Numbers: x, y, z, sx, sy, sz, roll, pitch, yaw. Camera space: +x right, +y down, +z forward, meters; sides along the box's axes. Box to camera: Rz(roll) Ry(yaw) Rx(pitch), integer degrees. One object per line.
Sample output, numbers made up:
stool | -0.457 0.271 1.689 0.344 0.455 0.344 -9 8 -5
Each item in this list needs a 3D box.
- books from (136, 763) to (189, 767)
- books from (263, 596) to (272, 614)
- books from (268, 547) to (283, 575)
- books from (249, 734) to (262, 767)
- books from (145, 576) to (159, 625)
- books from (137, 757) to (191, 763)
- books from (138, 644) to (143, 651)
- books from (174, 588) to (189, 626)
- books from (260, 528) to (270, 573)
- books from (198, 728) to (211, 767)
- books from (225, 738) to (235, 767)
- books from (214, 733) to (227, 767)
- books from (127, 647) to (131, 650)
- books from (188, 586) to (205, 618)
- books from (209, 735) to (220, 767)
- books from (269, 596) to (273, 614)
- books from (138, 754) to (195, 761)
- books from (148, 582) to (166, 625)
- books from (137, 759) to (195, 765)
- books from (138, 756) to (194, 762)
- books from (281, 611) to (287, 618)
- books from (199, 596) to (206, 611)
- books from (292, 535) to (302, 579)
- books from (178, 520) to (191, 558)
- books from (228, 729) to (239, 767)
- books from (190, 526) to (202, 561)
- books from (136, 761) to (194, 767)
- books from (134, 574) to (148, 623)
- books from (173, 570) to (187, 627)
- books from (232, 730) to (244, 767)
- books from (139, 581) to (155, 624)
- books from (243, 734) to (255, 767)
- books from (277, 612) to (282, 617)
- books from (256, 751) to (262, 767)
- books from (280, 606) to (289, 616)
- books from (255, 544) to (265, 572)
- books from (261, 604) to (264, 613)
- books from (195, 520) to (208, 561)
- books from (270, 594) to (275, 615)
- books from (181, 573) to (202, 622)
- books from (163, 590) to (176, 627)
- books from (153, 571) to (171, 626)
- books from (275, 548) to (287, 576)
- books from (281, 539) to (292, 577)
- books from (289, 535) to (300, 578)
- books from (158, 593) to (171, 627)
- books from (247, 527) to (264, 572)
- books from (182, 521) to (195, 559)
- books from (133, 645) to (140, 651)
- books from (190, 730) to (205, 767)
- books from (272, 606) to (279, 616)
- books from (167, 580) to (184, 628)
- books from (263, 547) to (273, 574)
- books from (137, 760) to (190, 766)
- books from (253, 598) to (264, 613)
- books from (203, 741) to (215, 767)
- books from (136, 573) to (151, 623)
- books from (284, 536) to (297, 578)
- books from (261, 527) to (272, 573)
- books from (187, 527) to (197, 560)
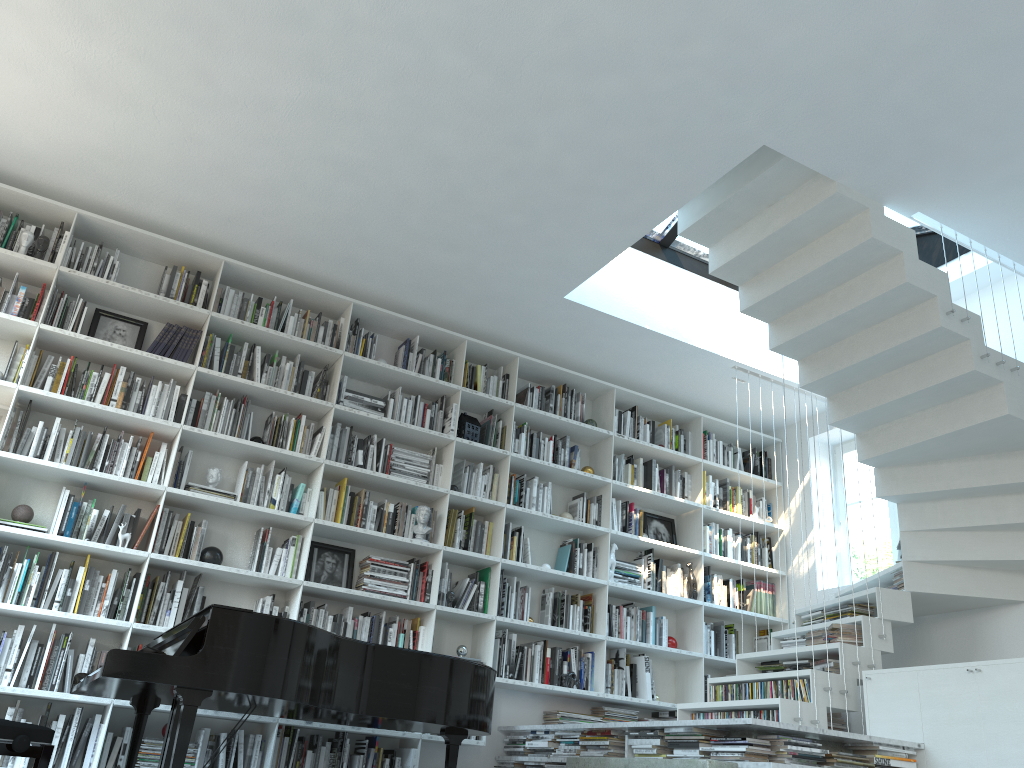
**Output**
books | -1.813 1.980 4.598 0.254 0.007 0.161 19 -28 -28
books | -1.432 1.359 5.067 0.027 0.268 0.159 17 -27 -25
books | -1.407 1.064 5.200 0.057 0.187 0.156 17 -27 -25
books | -1.412 2.035 4.794 0.024 0.259 0.190 17 -27 -25
books | -1.963 1.188 4.803 0.012 0.271 0.182 17 -27 -25
books | -1.814 1.957 4.614 0.254 0.007 0.161 17 -27 -24
books | -2.000 1.526 4.671 0.013 0.286 0.161 17 -27 -25
books | -1.835 1.253 4.882 0.029 0.239 0.136 17 -27 -25
books | -1.474 1.001 5.199 0.011 0.290 0.156 17 -27 -25
books | -1.658 1.969 4.705 0.031 0.264 0.145 17 -27 -25
books | -1.531 2.017 4.744 0.011 0.231 0.174 17 -27 -25
books | -1.563 1.998 4.735 0.063 0.252 0.178 17 -27 -25
books | -2.050 1.523 4.648 0.023 0.265 0.135 17 -27 -25
books | -1.758 1.259 4.904 0.027 0.260 0.164 17 -27 -25
books | -1.607 1.997 4.723 0.028 0.237 0.136 17 -27 -25
books | -1.423 1.365 5.088 0.010 0.276 0.156 17 -27 -25
books | -1.814 1.945 4.622 0.285 0.007 0.160 17 -27 -25
books | -1.945 1.209 4.816 0.042 0.247 0.163 17 -27 -25
books | -1.810 1.960 4.604 0.285 0.007 0.160 20 -28 -29
books | -1.813 1.951 4.617 0.285 0.007 0.160 17 -27 -24
books | -1.345 1.422 5.105 0.024 0.200 0.159 17 -27 -25
books | -1.746 1.293 4.917 0.023 0.211 0.160 17 -27 -25
books | -1.302 1.051 5.261 0.021 0.280 0.162 17 -27 -25
books | -1.859 0.900 4.997 0.014 0.242 0.153 17 -27 -25
books | -1.515 1.998 4.752 0.012 0.273 0.181 17 -27 -25
books | -1.805 0.926 5.011 0.028 0.215 0.175 17 -27 -25
books | -1.812 1.973 4.600 0.285 0.007 0.160 19 -28 -28
books | -2.021 1.179 4.798 0.013 0.274 0.147 17 -27 -25
books | -1.853 1.206 4.900 0.013 0.337 0.138 17 -27 -25
books | -1.484 2.014 4.781 0.074 0.274 0.181 17 -27 -25
books | -1.986 1.200 4.794 0.030 0.238 0.157 17 -27 -25
books | -1.448 2.039 4.809 0.025 0.258 0.133 17 -27 -25
books | -1.375 1.421 5.103 0.031 0.194 0.142 17 -27 -25
books | -1.403 2.083 4.801 0.024 0.179 0.172 17 -27 -25
books | -1.337 1.417 5.144 0.019 0.241 0.108 17 -27 -25
books | -1.489 1.040 5.160 0.025 0.185 0.154 17 -27 -25
books | -1.461 1.379 5.064 0.015 0.224 0.148 17 -27 -25
books | -1.786 0.916 5.044 0.028 0.264 0.145 17 -27 -25
books | -1.410 1.360 5.092 0.014 0.289 0.132 17 -27 -25
books | -1.790 1.219 4.903 0.050 0.326 0.167 17 -27 -25
books | -1.885 1.243 4.838 0.021 0.214 0.172 17 -27 -25
books | -1.917 1.187 4.840 0.014 0.312 0.166 17 -27 -25
books | -1.374 1.077 5.221 0.024 0.187 0.173 17 -27 -25
books | -1.351 1.053 5.231 0.012 0.243 0.171 17 -27 -25
books | -1.315 1.047 5.252 0.011 0.277 0.188 17 -27 -25
books | -1.908 1.247 4.828 0.024 0.195 0.157 17 -27 -25
books | -1.503 0.992 5.176 0.012 0.283 0.160 17 -27 -25
books | -1.848 0.910 5.020 0.028 0.246 0.143 17 -27 -25
books | -2.009 1.524 4.663 0.010 0.280 0.149 17 -27 -25
books | -1.669 1.963 4.681 0.012 0.253 0.161 17 -27 -25
books | -1.390 1.395 5.080 0.029 0.220 0.153 17 -27 -25
books | -1.860 1.224 4.857 0.027 0.268 0.185 17 -27 -25
books | -1.452 1.060 5.193 0.030 0.182 0.155 17 -27 -25
books | -1.815 1.969 4.609 0.254 0.007 0.161 17 -27 -24
books | -1.468 1.360 5.058 0.012 0.253 0.161 17 -27 -25
books | -1.628 2.001 4.694 0.030 0.201 0.178 17 -27 -25
books | -2.005 1.176 4.797 0.013 0.282 0.147 17 -27 -25
books | -1.336 1.049 5.250 0.027 0.268 0.179 17 -27 -25
books | -1.463 1.000 5.202 0.012 0.297 0.166 17 -27 -25
books | -1.824 0.926 5.004 0.011 0.207 0.180 17 -27 -25
